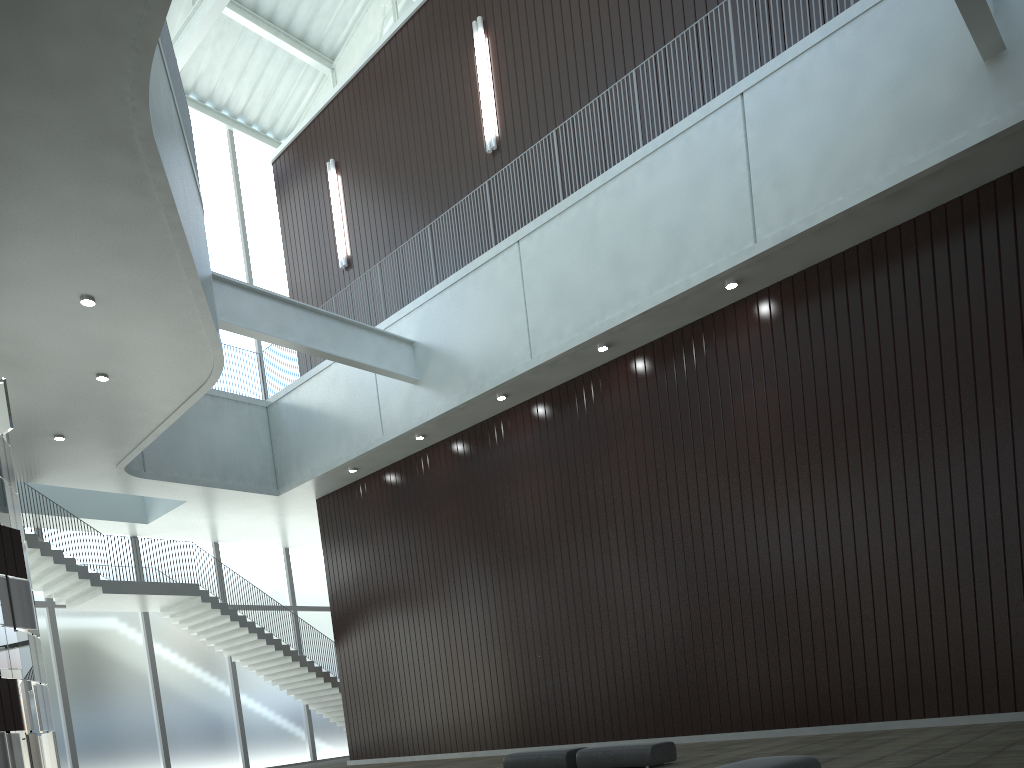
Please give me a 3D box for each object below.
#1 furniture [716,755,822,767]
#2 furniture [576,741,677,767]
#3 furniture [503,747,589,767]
[{"bbox_3d":[6.116,10.200,20.393,2.250,1.036,4.059,-21,-24,38],"label":"furniture"},{"bbox_3d":[4.994,16.373,35.197,4.252,1.039,2.147,-25,-24,40],"label":"furniture"},{"bbox_3d":[1.689,18.021,38.286,4.252,1.039,2.147,-25,-24,40],"label":"furniture"}]
